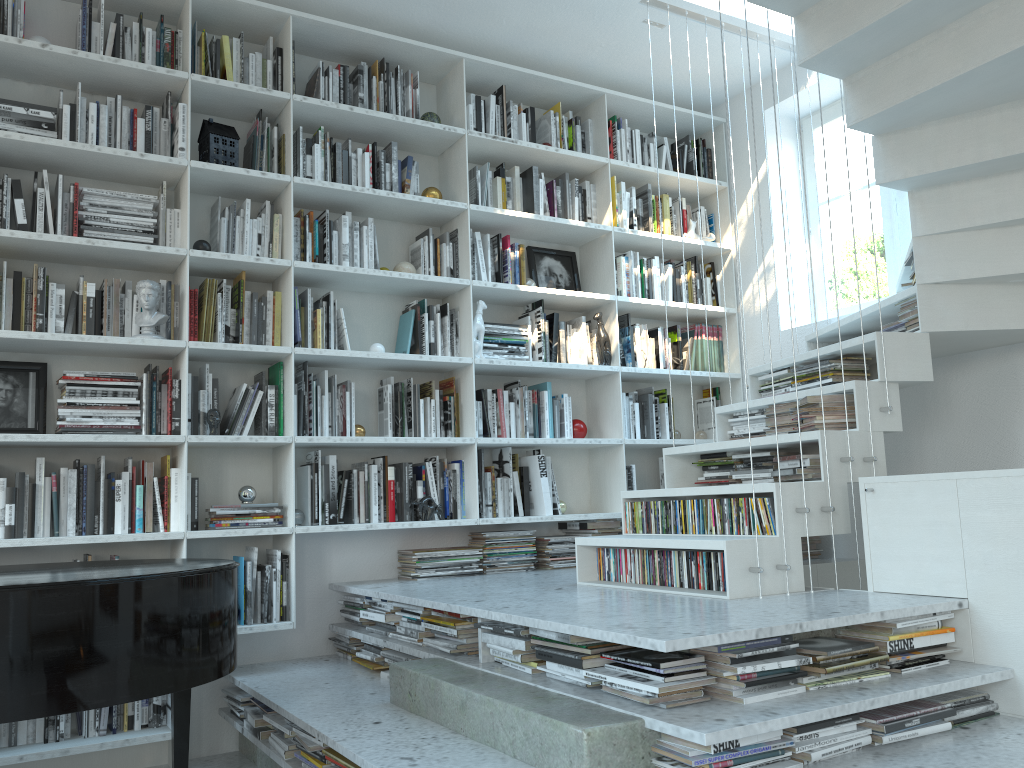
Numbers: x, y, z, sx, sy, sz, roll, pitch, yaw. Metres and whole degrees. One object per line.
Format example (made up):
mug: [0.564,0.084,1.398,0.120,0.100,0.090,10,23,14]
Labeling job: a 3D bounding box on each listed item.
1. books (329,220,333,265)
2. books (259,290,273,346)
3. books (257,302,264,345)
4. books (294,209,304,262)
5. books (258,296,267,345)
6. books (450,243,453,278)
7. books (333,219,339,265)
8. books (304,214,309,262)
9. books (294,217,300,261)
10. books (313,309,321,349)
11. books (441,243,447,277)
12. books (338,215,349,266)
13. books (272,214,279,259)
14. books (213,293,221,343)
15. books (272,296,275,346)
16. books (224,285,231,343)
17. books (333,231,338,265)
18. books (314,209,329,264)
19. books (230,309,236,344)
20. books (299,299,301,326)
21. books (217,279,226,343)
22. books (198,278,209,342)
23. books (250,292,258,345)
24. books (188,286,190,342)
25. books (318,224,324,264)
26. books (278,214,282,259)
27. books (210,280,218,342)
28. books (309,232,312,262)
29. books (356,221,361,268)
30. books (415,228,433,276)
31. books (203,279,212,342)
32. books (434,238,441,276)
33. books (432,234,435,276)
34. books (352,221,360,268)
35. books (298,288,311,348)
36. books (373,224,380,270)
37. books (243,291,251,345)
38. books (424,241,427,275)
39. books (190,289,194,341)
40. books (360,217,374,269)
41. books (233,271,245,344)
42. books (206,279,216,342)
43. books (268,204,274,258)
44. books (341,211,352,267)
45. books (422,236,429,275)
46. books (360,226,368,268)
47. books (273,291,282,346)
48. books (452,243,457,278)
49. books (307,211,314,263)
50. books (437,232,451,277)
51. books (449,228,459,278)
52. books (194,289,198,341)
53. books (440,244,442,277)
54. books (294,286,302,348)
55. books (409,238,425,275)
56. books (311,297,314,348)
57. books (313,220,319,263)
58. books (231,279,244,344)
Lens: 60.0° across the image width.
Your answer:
books: [-0.842,-0.599,3.993,0.022,0.237,0.164,2,-8,-30]
books: [-1.064,-0.257,3.823,0.032,0.266,0.143,2,-8,-30]
books: [-1.098,-0.230,3.782,0.034,0.204,0.181,2,-9,-30]
books: [-0.956,-0.621,3.952,0.014,0.278,0.154,2,-8,-30]
books: [-1.086,-0.244,3.814,0.028,0.239,0.145,2,-8,-30]
books: [-0.331,-0.560,4.286,0.013,0.204,0.174,2,-9,-30]
books: [-0.814,-0.605,4.028,0.011,0.256,0.131,2,-8,-30]
books: [-0.935,-0.607,3.943,0.014,0.247,0.177,2,-8,-30]
books: [-0.977,-0.603,3.942,0.030,0.242,0.138,2,-8,-30]
books: [-0.876,-0.216,3.898,0.017,0.191,0.191,2,-9,-30]
books: [-0.360,-0.558,4.281,0.013,0.201,0.173,2,-9,-30]
books: [-0.784,-0.610,4.018,0.030,0.262,0.182,2,-8,-30]
books: [-1.051,-0.604,3.862,0.028,0.229,0.177,2,-9,-30]
books: [-1.243,-0.248,3.713,0.015,0.231,0.180,2,-9,-30]
books: [-1.054,-0.245,3.844,0.019,0.247,0.149,2,-8,-30]
books: [-1.222,-0.267,3.751,0.035,0.278,0.139,2,-8,-30]
books: [-0.825,-0.575,4.009,0.025,0.194,0.171,2,-9,-30]
books: [-0.855,-0.621,3.981,0.014,0.280,0.177,2,-8,-30]
books: [-1.200,-0.217,3.760,0.030,0.181,0.131,2,-9,-30]
books: [-0.953,-0.239,3.899,0.007,0.244,0.146,2,-8,-30]
books: [-1.228,-0.279,3.723,0.019,0.293,0.164,2,-8,-30]
books: [-1.293,-0.281,3.686,0.035,0.293,0.145,2,-8,-30]
books: [-1.116,-0.250,3.765,0.027,0.241,0.189,2,-9,-30]
books: [-1.354,-0.263,3.667,0.015,0.255,0.151,2,-8,-30]
books: [-0.881,-0.587,3.984,0.026,0.215,0.161,2,-9,-30]
books: [-1.042,-0.606,3.885,0.026,0.237,0.173,2,-9,-30]
books: [-1.265,-0.278,3.715,0.035,0.293,0.145,2,-8,-30]
books: [-0.925,-0.571,3.957,0.021,0.178,0.136,2,-9,-30]
books: [-0.731,-0.602,4.083,0.024,0.261,0.133,2,-8,-30]
books: [-0.419,-0.594,4.244,0.015,0.267,0.164,2,-8,-30]
books: [-1.287,-0.279,3.702,0.035,0.293,0.145,2,-8,-30]
books: [-0.387,-0.572,4.274,0.016,0.227,0.160,2,-8,-30]
books: [-0.411,-0.581,4.260,0.016,0.243,0.152,2,-8,-30]
books: [-0.742,-0.598,4.053,0.025,0.244,0.183,2,-9,-30]
books: [-0.916,-0.260,3.883,0.013,0.278,0.192,2,-8,-30]
books: [-0.657,-0.595,4.123,0.034,0.253,0.161,2,-8,-30]
books: [-1.149,-0.253,3.775,0.033,0.252,0.175,2,-8,-30]
books: [-0.443,-0.563,4.241,0.005,0.205,0.154,2,-9,-30]
books: [-1.339,-0.256,3.674,0.014,0.244,0.145,2,-8,-30]
books: [-0.679,-0.609,4.085,0.024,0.272,0.170,2,-8,-30]
books: [-1.164,-0.297,3.768,0.021,0.337,0.169,2,-8,-30]
books: [-1.269,-0.280,3.695,0.035,0.293,0.145,2,-8,-30]
books: [-1.074,-0.626,3.870,0.025,0.277,0.173,2,-8,-30]
books: [-0.773,-0.622,4.056,0.027,0.295,0.159,2,-8,-30]
books: [-0.436,-0.576,4.246,0.012,0.232,0.154,2,-8,-30]
books: [-0.704,-0.589,4.081,0.021,0.232,0.183,2,-9,-30]
books: [-1.037,-0.255,3.853,0.033,0.268,0.142,2,-8,-30]
books: [-0.311,-0.560,4.302,0.012,0.206,0.169,2,-9,-30]
books: [-0.920,-0.620,3.987,0.014,0.283,0.135,2,-8,-30]
books: [-0.344,-0.587,4.283,0.016,0.256,0.176,2,-8,-30]
books: [-0.301,-0.596,4.305,0.005,0.277,0.182,2,-8,-30]
books: [-1.331,-0.256,3.691,0.013,0.246,0.177,2,-8,-30]
books: [-0.377,-0.560,4.285,0.012,0.206,0.137,2,-8,-30]
books: [-0.962,-0.264,3.875,0.035,0.287,0.191,2,-8,-30]
books: [-0.455,-0.570,4.241,0.015,0.220,0.140,2,-8,-30]
books: [-0.906,-0.244,3.920,0.013,0.255,0.144,2,-8,-30]
books: [-0.897,-0.599,3.974,0.013,0.236,0.157,2,-8,-30]
books: [-1.165,-0.277,3.743,0.019,0.292,0.182,2,-8,-30]
